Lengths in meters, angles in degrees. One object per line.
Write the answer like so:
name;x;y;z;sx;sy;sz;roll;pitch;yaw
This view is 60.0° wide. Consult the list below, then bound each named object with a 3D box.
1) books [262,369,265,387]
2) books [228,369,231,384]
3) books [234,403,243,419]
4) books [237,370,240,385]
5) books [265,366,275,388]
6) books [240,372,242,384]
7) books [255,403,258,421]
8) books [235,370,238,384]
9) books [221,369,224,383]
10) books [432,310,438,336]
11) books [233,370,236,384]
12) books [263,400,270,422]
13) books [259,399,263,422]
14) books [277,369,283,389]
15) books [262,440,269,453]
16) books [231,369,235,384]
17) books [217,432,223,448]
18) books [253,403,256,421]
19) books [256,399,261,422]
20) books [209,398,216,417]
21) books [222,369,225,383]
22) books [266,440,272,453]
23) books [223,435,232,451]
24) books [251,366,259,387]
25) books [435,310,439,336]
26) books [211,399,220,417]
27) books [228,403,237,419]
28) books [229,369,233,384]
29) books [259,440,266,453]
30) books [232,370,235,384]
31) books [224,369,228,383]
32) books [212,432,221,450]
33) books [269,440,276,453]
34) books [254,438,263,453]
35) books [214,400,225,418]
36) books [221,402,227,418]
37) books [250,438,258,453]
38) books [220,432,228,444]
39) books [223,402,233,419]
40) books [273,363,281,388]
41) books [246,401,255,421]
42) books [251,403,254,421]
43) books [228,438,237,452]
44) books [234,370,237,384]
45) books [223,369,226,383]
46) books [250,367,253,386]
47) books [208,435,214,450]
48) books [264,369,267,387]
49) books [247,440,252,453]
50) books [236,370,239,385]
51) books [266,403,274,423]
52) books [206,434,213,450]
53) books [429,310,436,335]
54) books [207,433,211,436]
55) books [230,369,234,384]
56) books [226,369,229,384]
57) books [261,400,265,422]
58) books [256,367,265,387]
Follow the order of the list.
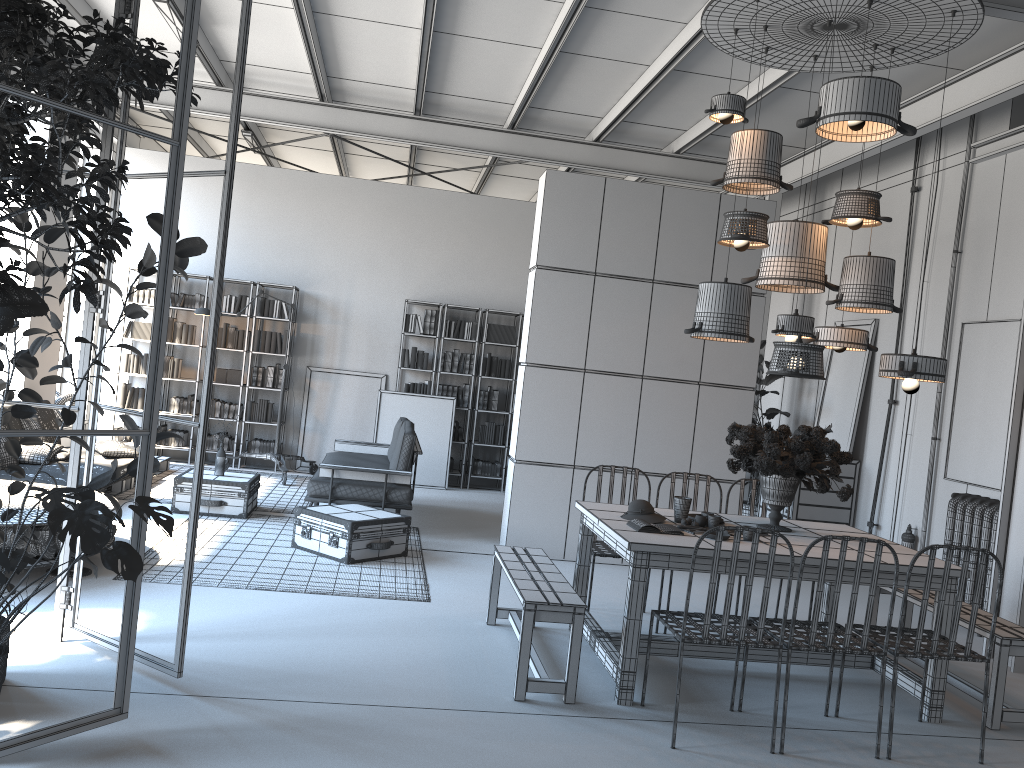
books;-3.044;-0.075;10.903;0.022;0.226;0.163;6;1;-8
books;-3.423;-0.091;10.785;0.012;0.177;0.134;6;1;-8
books;-3.350;0.337;10.868;0.047;0.190;0.278;6;1;-8
books;-3.321;-0.080;10.799;0.012;0.177;0.134;6;1;-8
books;-2.962;-0.086;10.890;0.091;0.265;0.193;6;1;-8
books;-3.286;-0.076;10.804;0.012;0.177;0.134;6;1;-8
books;-3.117;0.347;10.846;0.022;0.227;0.165;6;1;-8
books;-3.343;-0.083;10.796;0.012;0.177;0.134;6;1;-8
books;-3.513;-0.097;10.794;0.012;0.177;0.134;6;1;-8
books;-0.963;-0.766;11.121;0.027;0.326;0.272;6;1;-8
books;-3.366;-0.085;10.793;0.012;0.177;0.134;6;1;-8
books;-3.009;0.335;10.861;0.027;0.278;0.202;6;1;-8
books;-3.063;0.329;10.854;0.027;0.278;0.202;6;1;-8
books;-2.838;-0.062;10.900;0.057;0.244;0.178;6;1;-8
books;-3.034;0.785;10.924;0.040;0.176;0.242;6;1;-8
books;-3.389;-0.087;10.790;0.012;0.177;0.134;6;1;-8
books;-3.577;0.704;10.921;0.030;0.217;0.295;6;1;-8
books;-3.140;0.345;10.843;0.022;0.227;0.165;6;1;-8
books;-3.089;0.326;10.849;0.027;0.278;0.202;6;1;-8
books;-3.653;0.291;10.829;0.044;0.221;0.273;6;1;-8
books;-3.502;-0.095;10.795;0.012;0.177;0.134;6;1;-8
books;-2.995;0.789;10.930;0.040;0.176;0.242;6;1;-8
books;-3.502;0.731;10.917;0.056;0.185;0.260;6;1;-8
books;-3.139;-0.094;10.857;0.057;0.244;0.178;6;1;-8
books;-0.930;-0.761;11.137;0.033;0.326;0.303;6;1;-8
books;-3.616;0.295;10.824;0.030;0.215;0.293;6;1;-8
books;-3.415;0.336;10.868;0.077;0.185;0.259;6;1;-7
books;-3.412;-0.090;10.786;0.012;0.177;0.134;6;1;-8
books;-3.074;0.780;10.918;0.040;0.176;0.242;6;1;-8
books;-3.377;-0.086;10.791;0.012;0.177;0.134;6;1;-8
books;-3.479;-0.093;10.798;0.012;0.177;0.134;6;1;-8
books;-3.622;0.705;10.910;0.061;0.207;0.283;6;1;-8
books;-2.951;0.789;10.950;0.047;0.184;0.271;6;1;-8
books;-3.122;0.771;10.921;0.056;0.185;0.260;6;1;-8
books;-3.573;0.306;10.836;0.061;0.204;0.281;6;1;-8
books;-3.520;0.319;10.845;0.045;0.191;0.275;6;1;-9
books;-3.173;0.766;10.919;0.047;0.184;0.271;6;1;-8
books;-3.545;0.707;10.916;0.033;0.223;0.275;6;1;-8
books;-3.474;0.324;10.851;0.049;0.193;0.278;6;1;-8
books;-2.896;-0.101;10.934;0.038;0.303;0.222;6;1;-8
books;-3.205;0.329;10.866;0.057;0.244;0.180;6;1;-8
books;-3.162;0.343;10.839;0.022;0.227;0.165;6;1;-8
books;-3.439;0.752;10.918;0.069;0.157;0.241;6;1;-6
books;-3.355;-0.084;10.794;0.012;0.177;0.134;6;1;-8
books;-3.490;-0.094;10.797;0.012;0.177;0.134;6;1;-8
books;-3.184;-0.090;10.884;0.022;0.226;0.163;6;1;-8
books;-3.673;0.717;10.884;0.040;0.176;0.242;6;1;-8
books;-3.022;-0.073;10.907;0.022;0.226;0.163;6;1;-8
books;-3.214;0.775;10.900;0.033;0.158;0.241;6;1;-8
books;-3.332;-0.081;10.798;0.012;0.177;0.134;6;1;-8
books;-2.969;0.354;10.888;0.057;0.244;0.180;6;1;-8
books;-3.712;0.713;10.879;0.040;0.176;0.242;6;1;-8
books;-1.008;-0.769;11.131;0.056;0.315;0.317;6;1;-8
books;-3.756;0.703;10.886;0.047;0.184;0.271;6;1;-8
books;-3.400;-0.089;10.788;0.012;0.177;0.134;6;1;-8
books;-3.446;-0.093;10.782;0.012;0.177;0.134;6;1;-8
books;-3.035;0.332;10.856;0.027;0.278;0.202;6;1;-8
books;-3.082;-0.088;10.876;0.057;0.244;0.178;6;1;-8
